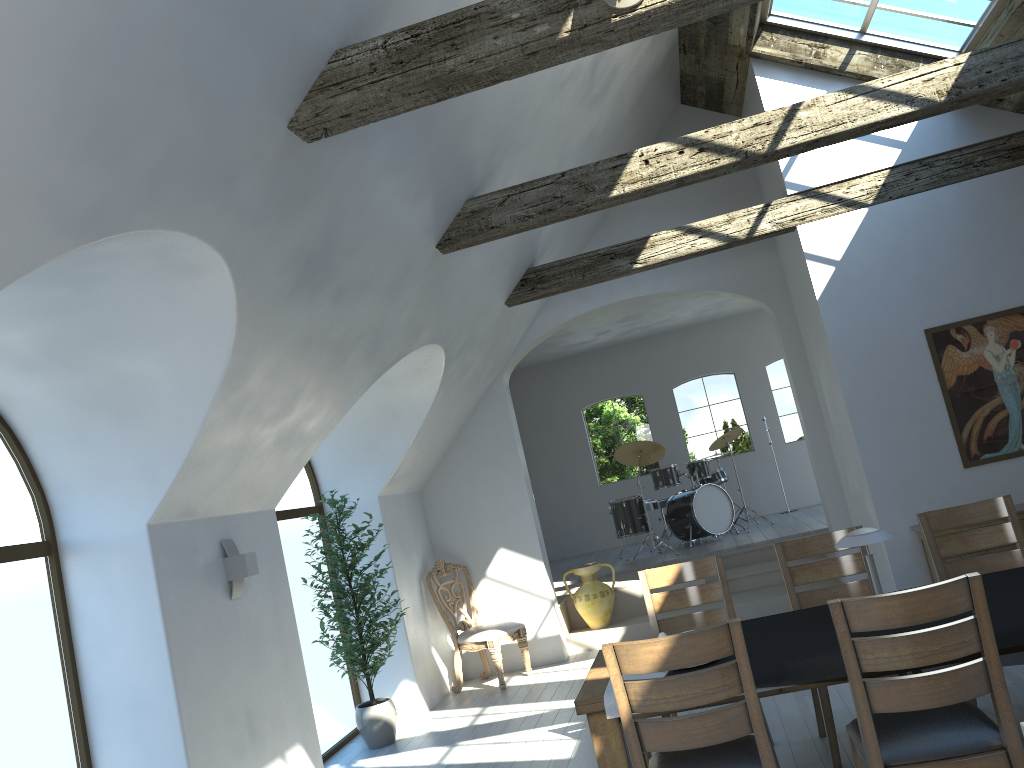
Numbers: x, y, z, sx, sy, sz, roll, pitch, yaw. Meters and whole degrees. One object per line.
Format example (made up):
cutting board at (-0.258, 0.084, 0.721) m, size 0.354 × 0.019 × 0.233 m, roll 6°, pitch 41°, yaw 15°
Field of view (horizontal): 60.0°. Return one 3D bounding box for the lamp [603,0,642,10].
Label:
lamp at (0.360, -1.418, 2.954) m, size 0.233 × 0.311 × 0.354 m, roll -14°, pitch -7°, yaw 10°

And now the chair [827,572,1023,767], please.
chair at (1.395, 1.149, 2.989) m, size 0.514 × 1.006 × 0.605 m, roll -14°, pitch -7°, yaw 10°

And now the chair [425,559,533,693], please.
chair at (-0.299, 2.099, 7.916) m, size 0.655 × 1.159 × 0.552 m, roll -18°, pitch -9°, yaw 35°

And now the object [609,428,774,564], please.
object at (2.033, 1.358, 11.284) m, size 2.354 × 1.383 × 1.465 m, roll -8°, pitch -9°, yaw -35°

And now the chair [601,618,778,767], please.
chair at (0.683, 1.328, 3.120) m, size 0.514 × 1.006 × 0.605 m, roll -14°, pitch -7°, yaw 10°

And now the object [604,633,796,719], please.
object at (1.826, 0.925, 3.611) m, size 2.872 × 0.077 × 1.050 m, roll -14°, pitch -7°, yaw 10°

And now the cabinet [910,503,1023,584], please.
cabinet at (3.642, 1.191, 6.111) m, size 1.481 × 0.714 × 0.383 m, roll -14°, pitch -7°, yaw 10°

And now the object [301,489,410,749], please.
object at (-1.160, 1.734, 6.671) m, size 0.718 × 1.920 × 0.737 m, roll -17°, pitch -8°, yaw 29°

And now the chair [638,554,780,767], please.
chair at (0.978, 1.447, 4.558) m, size 0.514 × 1.006 × 0.605 m, roll -14°, pitch -7°, yaw 10°

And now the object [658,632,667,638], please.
object at (0.667, 1.134, 3.885) m, size 0.064 × 0.092 × 0.064 m, roll -17°, pitch -8°, yaw 28°

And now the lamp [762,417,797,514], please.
lamp at (3.745, 1.130, 12.577) m, size 0.232 × 1.383 × 0.238 m, roll -14°, pitch -7°, yaw 10°

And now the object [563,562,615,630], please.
object at (0.789, 2.057, 8.595) m, size 0.402 × 0.605 × 0.396 m, roll -8°, pitch -9°, yaw -33°

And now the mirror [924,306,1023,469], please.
mirror at (3.505, 0.018, 6.412) m, size 0.736 × 1.047 × 0.009 m, roll -14°, pitch -7°, yaw 10°

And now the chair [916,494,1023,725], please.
chair at (2.401, 1.089, 4.296) m, size 0.514 × 1.006 × 0.605 m, roll -14°, pitch -7°, yaw 10°

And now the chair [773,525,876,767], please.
chair at (1.689, 1.268, 4.427) m, size 0.514 × 1.006 × 0.605 m, roll -14°, pitch -7°, yaw 10°

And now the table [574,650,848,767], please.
table at (1.882, 1.251, 3.568) m, size 3.078 × 0.737 × 0.939 m, roll -14°, pitch -7°, yaw 10°

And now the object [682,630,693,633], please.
object at (0.767, 1.104, 3.786) m, size 0.130 × 0.081 × 0.124 m, roll -7°, pitch -9°, yaw -37°

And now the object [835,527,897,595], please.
object at (1.501, 0.778, 3.682) m, size 0.251 × 0.362 × 0.251 m, roll -17°, pitch -9°, yaw 33°

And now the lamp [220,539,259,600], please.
lamp at (-1.488, 1.004, 4.875) m, size 0.127 × 0.325 × 0.127 m, roll -14°, pitch -7°, yaw 10°

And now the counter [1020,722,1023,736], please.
counter at (1.520, 0.950, 1.160) m, size 1.029 × 0.879 × 1.029 m, roll -14°, pitch -7°, yaw 10°

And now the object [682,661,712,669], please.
object at (0.726, 1.121, 3.587) m, size 0.250 × 0.017 × 0.253 m, roll -14°, pitch -7°, yaw 10°

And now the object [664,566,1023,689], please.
object at (1.847, 0.994, 3.604) m, size 2.456 × 0.227 × 1.073 m, roll -14°, pitch -7°, yaw 10°
